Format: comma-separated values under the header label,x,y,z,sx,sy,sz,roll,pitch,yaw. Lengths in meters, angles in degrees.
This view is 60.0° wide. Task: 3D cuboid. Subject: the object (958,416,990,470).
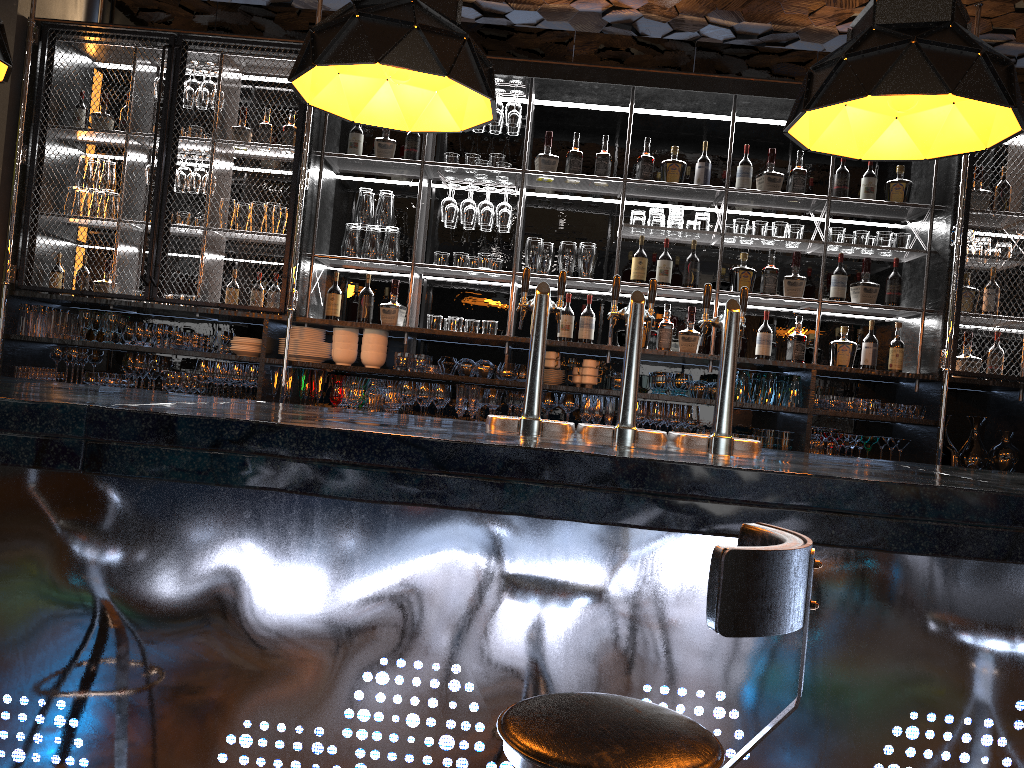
label,x,y,z,sx,sy,sz,roll,pitch,yaw
object,2.562,0.338,4.914,0.170,0.313,0.170,5,-1,-4

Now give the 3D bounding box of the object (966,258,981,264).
label,x,y,z,sx,sy,sz,roll,pitch,yaw
object,2.666,-0.743,5.116,0.089,0.092,0.089,6,-1,-38

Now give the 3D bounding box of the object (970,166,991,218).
label,x,y,z,sx,sy,sz,roll,pitch,yaw
object,2.623,-1.086,5.002,0.123,0.279,0.123,5,-1,10

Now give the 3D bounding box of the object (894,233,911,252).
label,x,y,z,sx,sy,sz,roll,pitch,yaw
object,2.180,-0.790,4.960,0.089,0.092,0.089,5,-1,-13

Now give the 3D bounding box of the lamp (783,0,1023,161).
label,x,y,z,sx,sy,sz,roll,pitch,yaw
lamp,1.123,-1.462,2.408,0.582,1.564,0.607,5,-1,2

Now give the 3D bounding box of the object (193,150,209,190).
label,x,y,z,sx,sy,sz,roll,pitch,yaw
object,-1.771,-1.220,5.050,0.081,0.213,0.081,5,-1,7

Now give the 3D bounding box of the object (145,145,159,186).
label,x,y,z,sx,sy,sz,roll,pitch,yaw
object,-2.043,-1.245,5.057,0.081,0.213,0.081,5,-1,7

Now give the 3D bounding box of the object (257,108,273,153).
label,x,y,z,sx,sy,sz,roll,pitch,yaw
object,-1.422,-1.469,5.124,0.073,0.246,0.072,5,-1,-13

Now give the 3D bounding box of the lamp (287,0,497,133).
label,x,y,z,sx,sy,sz,roll,pitch,yaw
lamp,-0.263,-1.590,2.562,0.582,1.564,0.607,5,-1,2

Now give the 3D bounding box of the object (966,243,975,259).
label,x,y,z,sx,sy,sz,roll,pitch,yaw
object,2.667,-0.763,5.117,0.089,0.092,0.089,5,-1,-13

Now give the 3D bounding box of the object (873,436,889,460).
label,x,y,z,sx,sy,sz,roll,pitch,yaw
object,2.111,0.378,5.068,0.107,0.152,0.107,5,-1,7

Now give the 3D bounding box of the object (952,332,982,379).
label,x,y,z,sx,sy,sz,roll,pitch,yaw
object,2.558,-0.154,4.992,0.123,0.279,0.123,5,-1,-10

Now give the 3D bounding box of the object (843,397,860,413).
label,x,y,z,sx,sy,sz,roll,pitch,yaw
object,1.842,0.115,4.823,0.084,0.082,0.084,5,-1,19

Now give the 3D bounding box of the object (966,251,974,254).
label,x,y,z,sx,sy,sz,roll,pitch,yaw
object,2.524,-0.758,4.938,0.089,0.092,0.089,5,-1,27

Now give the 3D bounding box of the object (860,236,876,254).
label,x,y,z,sx,sy,sz,roll,pitch,yaw
object,2.052,-0.801,5.115,0.089,0.092,0.089,5,-1,-13

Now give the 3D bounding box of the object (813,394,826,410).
label,x,y,z,sx,sy,sz,roll,pitch,yaw
object,1.664,0.099,4.832,0.084,0.082,0.084,5,-1,-6

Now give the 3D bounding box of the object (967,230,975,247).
label,x,y,z,sx,sy,sz,roll,pitch,yaw
object,2.529,-0.806,4.938,0.089,0.092,0.089,5,-1,27

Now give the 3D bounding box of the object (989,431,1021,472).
label,x,y,z,sx,sy,sz,roll,pitch,yaw
object,2.698,0.383,4.853,0.158,0.248,0.158,5,-1,-4

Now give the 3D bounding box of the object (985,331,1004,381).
label,x,y,z,sx,sy,sz,roll,pitch,yaw
object,2.728,-0.149,5.005,0.086,0.299,0.086,6,-1,-40

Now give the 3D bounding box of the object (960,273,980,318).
label,x,y,z,sx,sy,sz,roll,pitch,yaw
object,2.557,-0.503,5.010,0.151,0.248,0.094,5,-1,10

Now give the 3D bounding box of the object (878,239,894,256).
label,x,y,z,sx,sy,sz,roll,pitch,yaw
object,2.161,-0.791,5.124,0.089,0.092,0.089,5,-1,41

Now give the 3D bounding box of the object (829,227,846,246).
label,x,y,z,sx,sy,sz,roll,pitch,yaw
object,1.821,-0.824,4.972,0.089,0.092,0.089,5,-1,-13

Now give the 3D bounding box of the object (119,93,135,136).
label,x,y,z,sx,sy,sz,roll,pitch,yaw
object,-2.232,-1.558,5.149,0.075,0.261,0.075,6,-1,-40

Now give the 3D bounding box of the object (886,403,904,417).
label,x,y,z,sx,sy,sz,roll,pitch,yaw
object,2.093,0.144,4.853,0.088,0.070,0.098,5,-1,37

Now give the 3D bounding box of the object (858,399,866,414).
label,x,y,z,sx,sy,sz,roll,pitch,yaw
object,1.946,0.125,4.918,0.084,0.082,0.084,5,-1,8

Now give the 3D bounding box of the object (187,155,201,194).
label,x,y,z,sx,sy,sz,roll,pitch,yaw
object,-1.858,-1.226,5.196,0.081,0.213,0.081,5,-1,7

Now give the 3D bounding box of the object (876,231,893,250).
label,x,y,z,sx,sy,sz,roll,pitch,yaw
object,2.080,-0.800,4.956,0.089,0.092,0.089,5,-1,41

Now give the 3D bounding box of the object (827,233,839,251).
label,x,y,z,sx,sy,sz,roll,pitch,yaw
object,1.848,-0.820,5.111,0.089,0.092,0.089,6,-1,-44

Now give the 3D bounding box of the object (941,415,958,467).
label,x,y,z,sx,sy,sz,roll,pitch,yaw
object,2.384,0.324,4.919,0.186,0.307,0.186,5,-1,7

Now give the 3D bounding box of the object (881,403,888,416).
label,x,y,z,sx,sy,sz,roll,pitch,yaw
object,2.097,0.146,4.950,0.088,0.070,0.098,5,-1,25

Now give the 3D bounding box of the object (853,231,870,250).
label,x,y,z,sx,sy,sz,roll,pitch,yaw
object,1.966,-0.810,4.997,0.089,0.092,0.089,5,-1,1

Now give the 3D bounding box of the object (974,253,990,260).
label,x,y,z,sx,sy,sz,roll,pitch,yaw
object,2.630,-0.748,4.960,0.089,0.092,0.089,5,-1,27

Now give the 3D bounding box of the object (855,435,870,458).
label,x,y,z,sx,sy,sz,roll,pitch,yaw
object,1.948,0.364,4.965,0.106,0.148,0.106,5,-1,30

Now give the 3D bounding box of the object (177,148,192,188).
label,x,y,z,sx,sy,sz,roll,pitch,yaw
object,-1.861,-1.228,5.053,0.081,0.213,0.081,5,-1,7

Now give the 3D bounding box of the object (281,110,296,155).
label,x,y,z,sx,sy,sz,roll,pitch,yaw
object,-1.278,-1.455,5.120,0.073,0.246,0.072,5,-1,17

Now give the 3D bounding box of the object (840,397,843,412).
label,x,y,z,sx,sy,sz,roll,pitch,yaw
object,1.863,0.118,4.920,0.084,0.082,0.084,5,-1,29

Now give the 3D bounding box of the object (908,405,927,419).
label,x,y,z,sx,sy,sz,roll,pitch,yaw
object,2.193,0.153,4.800,0.088,0.070,0.098,5,-1,11

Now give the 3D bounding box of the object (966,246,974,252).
label,x,y,z,sx,sy,sz,roll,pitch,yaw
object,2.526,-0.780,4.938,0.089,0.092,0.089,5,-1,27

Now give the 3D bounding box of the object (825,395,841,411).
label,x,y,z,sx,sy,sz,roll,pitch,yaw
object,1.745,0.106,4.827,0.084,0.082,0.084,5,-1,2

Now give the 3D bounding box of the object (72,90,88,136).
label,x,y,z,sx,sy,sz,roll,pitch,yaw
object,-2.522,-1.584,5.181,0.075,0.260,0.075,6,-1,-40

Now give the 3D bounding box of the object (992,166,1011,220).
label,x,y,z,sx,sy,sz,roll,pitch,yaw
object,2.774,-1.083,5.015,0.086,0.297,0.086,6,-1,-40

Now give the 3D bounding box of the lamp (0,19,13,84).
label,x,y,z,sx,sy,sz,roll,pitch,yaw
lamp,-1.656,-1.696,2.473,0.582,1.606,0.607,5,-1,2

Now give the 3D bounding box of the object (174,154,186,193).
label,x,y,z,sx,sy,sz,roll,pitch,yaw
object,-1.944,-1.234,5.199,0.081,0.213,0.081,5,-1,7

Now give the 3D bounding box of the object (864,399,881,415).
label,x,y,z,sx,sy,sz,roll,pitch,yaw
object,1.961,0.126,4.820,0.084,0.082,0.084,6,-1,-16

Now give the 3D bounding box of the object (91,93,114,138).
label,x,y,z,sx,sy,sz,roll,pitch,yaw
object,-2.368,-1.561,5.137,0.108,0.244,0.108,5,-1,-10

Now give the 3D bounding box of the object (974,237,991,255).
label,x,y,z,sx,sy,sz,roll,pitch,yaw
object,2.631,-0.768,4.960,0.089,0.092,0.089,5,-1,27

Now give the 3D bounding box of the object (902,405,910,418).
label,x,y,z,sx,sy,sz,roll,pitch,yaw
object,2.193,0.154,4.899,0.098,0.070,0.088,5,-1,29

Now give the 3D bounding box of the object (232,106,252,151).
label,x,y,z,sx,sy,sz,roll,pitch,yaw
object,-1.559,-1.479,5.129,0.108,0.244,0.108,5,-1,-10

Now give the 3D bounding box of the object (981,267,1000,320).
label,x,y,z,sx,sy,sz,roll,pitch,yaw
object,2.713,-0.514,5.020,0.086,0.298,0.086,6,-1,-40

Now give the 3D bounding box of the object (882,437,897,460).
label,x,y,z,sx,sy,sz,roll,pitch,yaw
object,2.112,0.377,4.939,0.107,0.152,0.107,5,-1,16

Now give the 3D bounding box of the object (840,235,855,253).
label,x,y,z,sx,sy,sz,roll,pitch,yaw
object,1.948,-0.810,5.142,0.089,0.092,0.089,5,-1,-13

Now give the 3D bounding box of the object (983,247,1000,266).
label,x,y,z,sx,sy,sz,roll,pitch,yaw
object,2.765,-0.734,5.108,0.089,0.092,0.089,5,-1,27

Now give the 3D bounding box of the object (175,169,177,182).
label,x,y,z,sx,sy,sz,roll,pitch,yaw
object,-1.947,-1.236,5.055,0.081,0.213,0.081,5,-1,7

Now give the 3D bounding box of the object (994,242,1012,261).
label,x,y,z,sx,sy,sz,roll,pitch,yaw
object,2.738,-0.738,4.945,0.089,0.092,0.089,6,-1,-38

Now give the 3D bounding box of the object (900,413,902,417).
label,x,y,z,sx,sy,sz,roll,pitch,yaw
object,2.196,0.155,5.001,0.098,0.070,0.088,6,-1,-42
